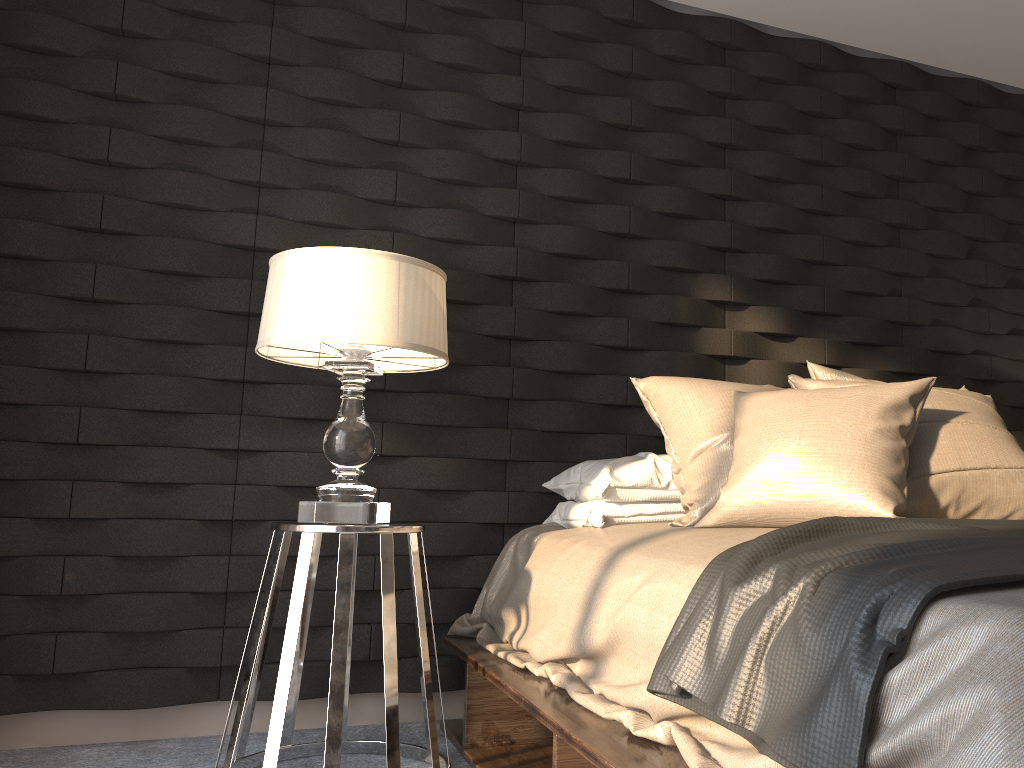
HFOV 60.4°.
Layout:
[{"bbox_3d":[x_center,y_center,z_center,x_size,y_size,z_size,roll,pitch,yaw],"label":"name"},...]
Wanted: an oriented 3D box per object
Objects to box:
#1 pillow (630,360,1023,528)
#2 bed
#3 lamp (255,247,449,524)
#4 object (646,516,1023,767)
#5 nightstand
[{"bbox_3d":[1.035,0.137,2.409,1.298,0.519,0.870,4,-8,-17],"label":"pillow"},{"bbox_3d":[1.157,0.645,1.981,2.368,0.625,2.215,4,-8,-18],"label":"bed"},{"bbox_3d":[-0.396,0.026,2.188,0.455,0.632,0.476,0,-8,14],"label":"lamp"},{"bbox_3d":[1.282,0.414,1.588,2.124,0.323,0.596,4,-8,-20],"label":"object"},{"bbox_3d":[-0.405,0.639,2.100,0.558,0.604,0.542,2,-8,-6],"label":"nightstand"}]
